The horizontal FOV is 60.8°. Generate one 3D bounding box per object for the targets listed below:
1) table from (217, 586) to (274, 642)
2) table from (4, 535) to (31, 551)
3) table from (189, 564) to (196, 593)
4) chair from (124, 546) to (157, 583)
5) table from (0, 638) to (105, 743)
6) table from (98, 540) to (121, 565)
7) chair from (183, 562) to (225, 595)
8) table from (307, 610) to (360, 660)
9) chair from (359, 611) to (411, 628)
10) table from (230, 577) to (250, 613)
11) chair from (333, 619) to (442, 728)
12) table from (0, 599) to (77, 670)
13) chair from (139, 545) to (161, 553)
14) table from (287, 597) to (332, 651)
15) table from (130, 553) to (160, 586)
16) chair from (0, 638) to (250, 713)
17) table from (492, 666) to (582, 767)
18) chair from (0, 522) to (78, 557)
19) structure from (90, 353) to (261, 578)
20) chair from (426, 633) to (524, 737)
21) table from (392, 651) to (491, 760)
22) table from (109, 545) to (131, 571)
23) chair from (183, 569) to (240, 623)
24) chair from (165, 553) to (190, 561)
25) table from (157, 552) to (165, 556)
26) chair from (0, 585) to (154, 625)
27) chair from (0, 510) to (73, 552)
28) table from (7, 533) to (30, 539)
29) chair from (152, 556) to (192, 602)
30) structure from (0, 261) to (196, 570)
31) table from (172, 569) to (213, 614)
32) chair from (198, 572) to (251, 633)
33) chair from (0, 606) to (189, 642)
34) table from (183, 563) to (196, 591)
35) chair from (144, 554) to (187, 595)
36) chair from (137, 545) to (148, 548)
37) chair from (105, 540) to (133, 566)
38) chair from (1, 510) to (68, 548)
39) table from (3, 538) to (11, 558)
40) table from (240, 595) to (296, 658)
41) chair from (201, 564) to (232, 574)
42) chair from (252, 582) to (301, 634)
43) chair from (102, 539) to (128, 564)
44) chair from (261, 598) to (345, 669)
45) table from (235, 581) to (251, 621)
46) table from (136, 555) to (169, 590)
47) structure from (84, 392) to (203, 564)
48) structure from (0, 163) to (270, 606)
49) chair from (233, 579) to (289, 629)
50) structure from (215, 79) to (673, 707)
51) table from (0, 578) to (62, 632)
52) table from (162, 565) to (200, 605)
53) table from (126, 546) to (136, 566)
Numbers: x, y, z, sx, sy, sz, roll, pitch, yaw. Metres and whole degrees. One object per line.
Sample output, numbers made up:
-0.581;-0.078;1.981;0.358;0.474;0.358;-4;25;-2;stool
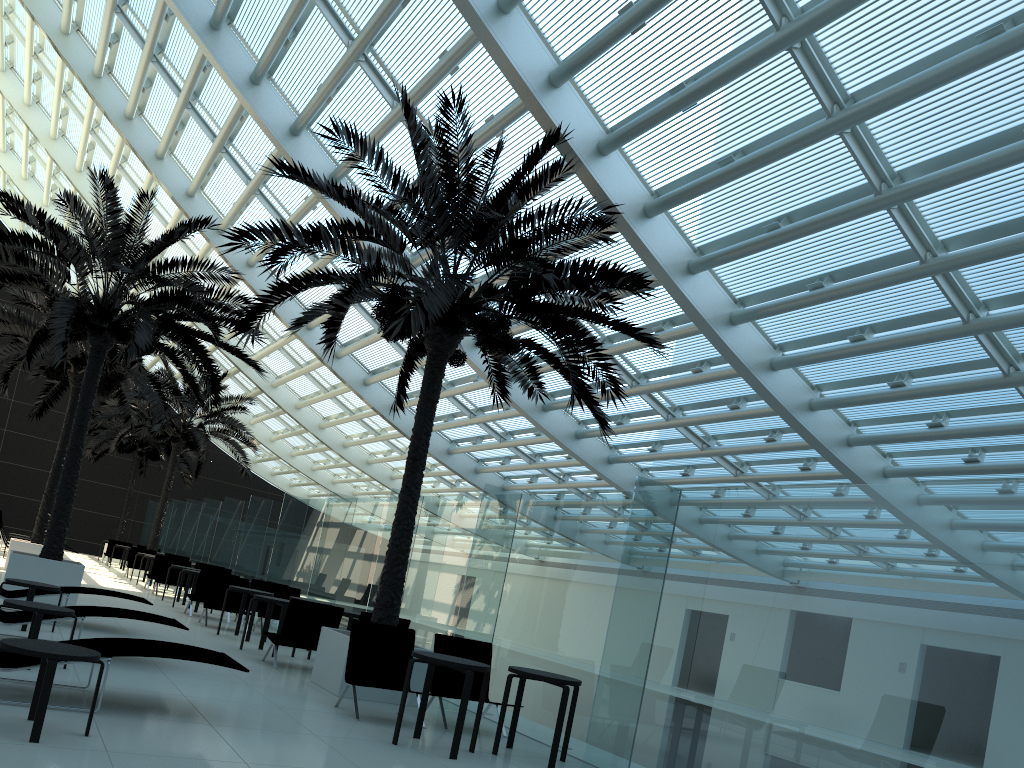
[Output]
-4.148;3.597;13.628;0.677;0.761;0.700;10;-9;10;table
-13.831;4.549;24.421;0.550;0.504;0.572;9;-10;14;table
-8.257;5.092;22.677;0.675;0.761;0.701;9;-9;14;table
-10.410;5.089;24.575;0.731;0.865;0.892;16;-10;-28;chair
-2.851;1.849;5.289;0.550;0.504;0.572;9;-10;14;table
-14.727;6.194;32.042;0.674;0.761;0.702;9;-9;18;table
-7.662;4.891;21.650;0.731;0.865;0.892;16;-10;-28;chair
-2.526;3.683;12.691;0.675;0.761;0.701;9;-9;14;table
-1.931;3.482;11.665;0.731;0.865;0.892;16;-10;-28;chair
-6.156;4.581;19.034;0.677;0.761;0.700;10;-9;10;table
-1.165;2.816;8.467;0.731;0.865;0.892;16;-10;-28;chair
-4.140;2.166;7.535;0.550;0.504;0.572;9;-10;14;table
-12.474;6.067;30.005;0.731;0.865;0.892;16;-10;-28;chair
-3.329;3.885;14.108;0.677;0.761;0.700;10;-9;10;table
-9.786;4.984;23.452;0.677;0.761;0.700;10;-9;10;table
-3.047;1.794;6.516;2.082;1.127;0.926;18;-10;-29;chair
0.227;3.011;7.912;0.674;0.761;0.702;9;-9;18;table
-12.738;4.176;23.402;2.082;1.127;0.926;18;-10;-29;chair
-10.548;2.562;26.914;4.943;6.844;4.443;17;-9;-35;structure
-0.377;3.093;8.928;0.731;0.865;0.892;16;-10;-28;chair
-0.592;2.723;7.433;0.674;0.761;0.702;9;-9;18;table
-12.626;5.682;28.400;0.677;0.761;0.700;10;-9;10;table
-5.623;3.919;16.263;0.731;0.865;0.892;16;-10;-28;chair
-9.622;5.366;25.036;0.731;0.865;0.892;16;-10;-28;chair
-11.807;5.970;28.879;0.677;0.761;0.700;10;-9;10;table
-5.625;2.428;11.008;2.082;1.127;0.926;18;-10;-29;chair
-14.027;4.493;25.648;2.082;1.127;0.926;18;-10;-29;chair
-15.161;4.876;26.737;0.550;0.504;0.572;9;-10;14;table
-7.612;4.401;19.700;0.731;0.865;0.892;16;-10;-28;chair
-9.678;0.710;18.767;4.281;6.720;4.757;11;-7;5;structure
-6.249;4.109;17.271;0.675;0.761;0.701;9;-9;14;table
-4.778;3.704;14.763;0.731;0.865;0.892;16;-10;-28;chair
-4.336;2.111;8.762;2.082;1.127;0.926;18;-10;-29;chair
-8.967;5.271;23.931;0.677;0.761;0.700;10;-9;10;table
-8.450;4.615;21.189;0.731;0.865;0.892;16;-10;-28;chair
-13.313;6.281;31.495;0.731;0.865;0.892;16;-10;-28;chair
-13.262;5.790;29.544;0.731;0.865;0.892;16;-10;-28;chair
-15.357;4.820;27.964;2.082;1.127;0.926;18;-10;-29;chair
-12.542;4.232;22.175;0.551;0.504;0.571;10;-10;9;table
-3.345;3.396;12.212;0.675;0.761;0.701;9;-9;14;table
-6.824;4.678;20.161;0.731;0.865;0.892;16;-10;-28;chair
-3.990;3.981;15.223;0.731;0.865;0.892;16;-10;-28;chair
-14.101;6.004;31.034;0.731;0.865;0.892;16;-10;-28;chair
-2.719;3.206;11.204;0.731;0.865;0.892;16;-10;-28;chair
-5.430;4.397;17.750;0.675;0.761;0.701;9;-9;14;table
-9.077;4.805;22.198;0.675;0.761;0.701;9;-9;14;table
-14.607;3.573;34.039;4.778;6.844;4.596;5;-9;40;structure
-6.503;0.061;13.627;4.251;6.662;4.788;6;-9;40;structure
-4.835;4.196;16.723;0.731;0.865;0.892;16;-10;-28;chair
-0.950;0.205;10.202;4.859;6.844;4.519;13;-7;-10;structure
-5.429;2.483;9.781;0.550;0.504;0.572;9;-10;14;table
-6.976;4.293;18.555;0.677;0.761;0.700;10;-9;10;table
-13.907;6.482;32.521;0.674;0.761;0.702;9;-9;18;table
